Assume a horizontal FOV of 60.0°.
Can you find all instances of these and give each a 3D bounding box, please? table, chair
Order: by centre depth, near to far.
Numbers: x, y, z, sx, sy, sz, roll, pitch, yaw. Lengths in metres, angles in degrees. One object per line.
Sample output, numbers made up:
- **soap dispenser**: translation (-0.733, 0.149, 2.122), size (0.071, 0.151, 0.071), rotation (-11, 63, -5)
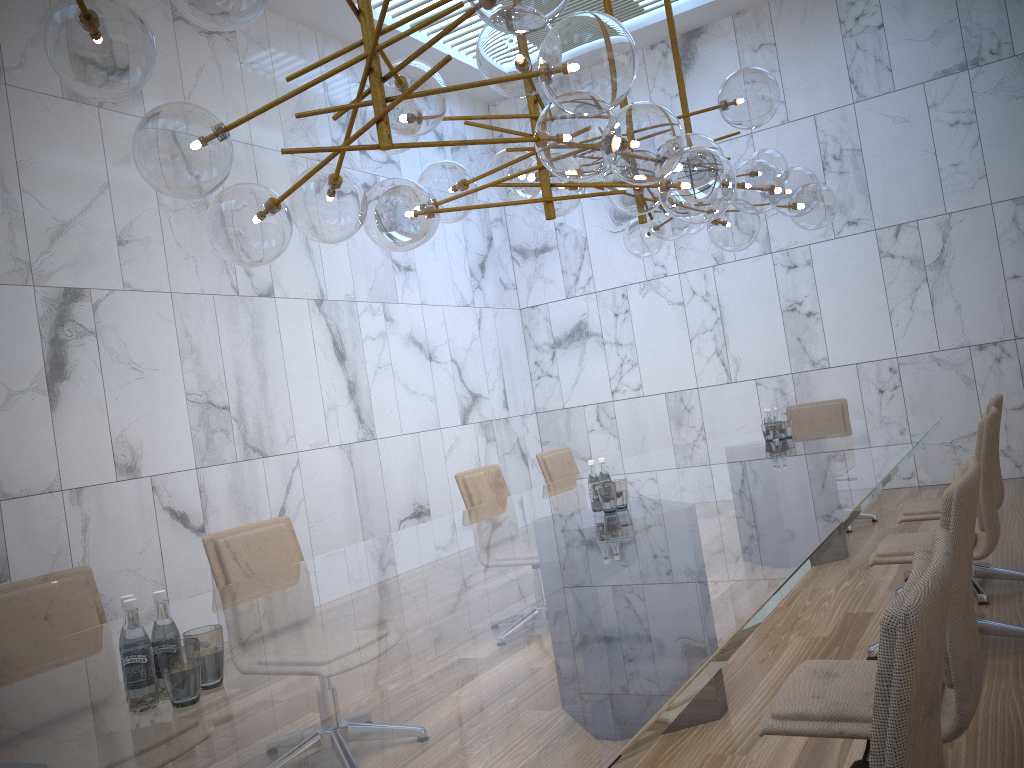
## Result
- **chair**: translation (0.445, 0.785, 1.409), size (0.697, 1.000, 0.726), rotation (-10, -2, 30)
- **chair**: translation (0.943, 0.735, 2.274), size (0.697, 1.000, 0.726), rotation (-10, -2, 30)
- **chair**: translation (-1.312, 1.105, 2.790), size (0.697, 1.000, 0.726), rotation (-10, -2, 30)
- **chair**: translation (-0.820, 1.056, 3.645), size (0.697, 1.000, 0.726), rotation (-10, -2, 30)
- **table**: translation (0.468, 0.933, 3.649), size (2.092, 0.835, 7.924), rotation (-10, -2, 30)
- **chair**: translation (1.865, 0.644, 3.875), size (0.697, 1.000, 0.726), rotation (-10, -2, 30)
- **chair**: translation (2.360, 0.595, 4.735), size (0.697, 1.000, 0.726), rotation (-10, -2, 30)
- **chair**: translation (0.101, 0.965, 5.243), size (0.697, 1.000, 0.726), rotation (-10, -2, 30)
- **chair**: translation (0.599, 0.916, 6.108), size (0.697, 1.000, 0.726), rotation (-10, -2, 30)
- **chair**: translation (2.477, 0.657, 7.163), size (0.726, 1.000, 0.697), rotation (-10, -2, 30)

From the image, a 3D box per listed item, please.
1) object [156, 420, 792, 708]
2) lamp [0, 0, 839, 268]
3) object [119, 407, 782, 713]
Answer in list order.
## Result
- **object**: translation (0.577, 0.443, 3.915), size (0.183, 0.117, 5.112), rotation (-10, -2, 30)
- **lamp**: translation (-0.027, -1.838, 3.639), size (1.557, 2.716, 5.672), rotation (-10, -2, 30)
- **object**: translation (0.535, 0.402, 3.952), size (0.124, 0.213, 5.189), rotation (-10, -2, 30)
